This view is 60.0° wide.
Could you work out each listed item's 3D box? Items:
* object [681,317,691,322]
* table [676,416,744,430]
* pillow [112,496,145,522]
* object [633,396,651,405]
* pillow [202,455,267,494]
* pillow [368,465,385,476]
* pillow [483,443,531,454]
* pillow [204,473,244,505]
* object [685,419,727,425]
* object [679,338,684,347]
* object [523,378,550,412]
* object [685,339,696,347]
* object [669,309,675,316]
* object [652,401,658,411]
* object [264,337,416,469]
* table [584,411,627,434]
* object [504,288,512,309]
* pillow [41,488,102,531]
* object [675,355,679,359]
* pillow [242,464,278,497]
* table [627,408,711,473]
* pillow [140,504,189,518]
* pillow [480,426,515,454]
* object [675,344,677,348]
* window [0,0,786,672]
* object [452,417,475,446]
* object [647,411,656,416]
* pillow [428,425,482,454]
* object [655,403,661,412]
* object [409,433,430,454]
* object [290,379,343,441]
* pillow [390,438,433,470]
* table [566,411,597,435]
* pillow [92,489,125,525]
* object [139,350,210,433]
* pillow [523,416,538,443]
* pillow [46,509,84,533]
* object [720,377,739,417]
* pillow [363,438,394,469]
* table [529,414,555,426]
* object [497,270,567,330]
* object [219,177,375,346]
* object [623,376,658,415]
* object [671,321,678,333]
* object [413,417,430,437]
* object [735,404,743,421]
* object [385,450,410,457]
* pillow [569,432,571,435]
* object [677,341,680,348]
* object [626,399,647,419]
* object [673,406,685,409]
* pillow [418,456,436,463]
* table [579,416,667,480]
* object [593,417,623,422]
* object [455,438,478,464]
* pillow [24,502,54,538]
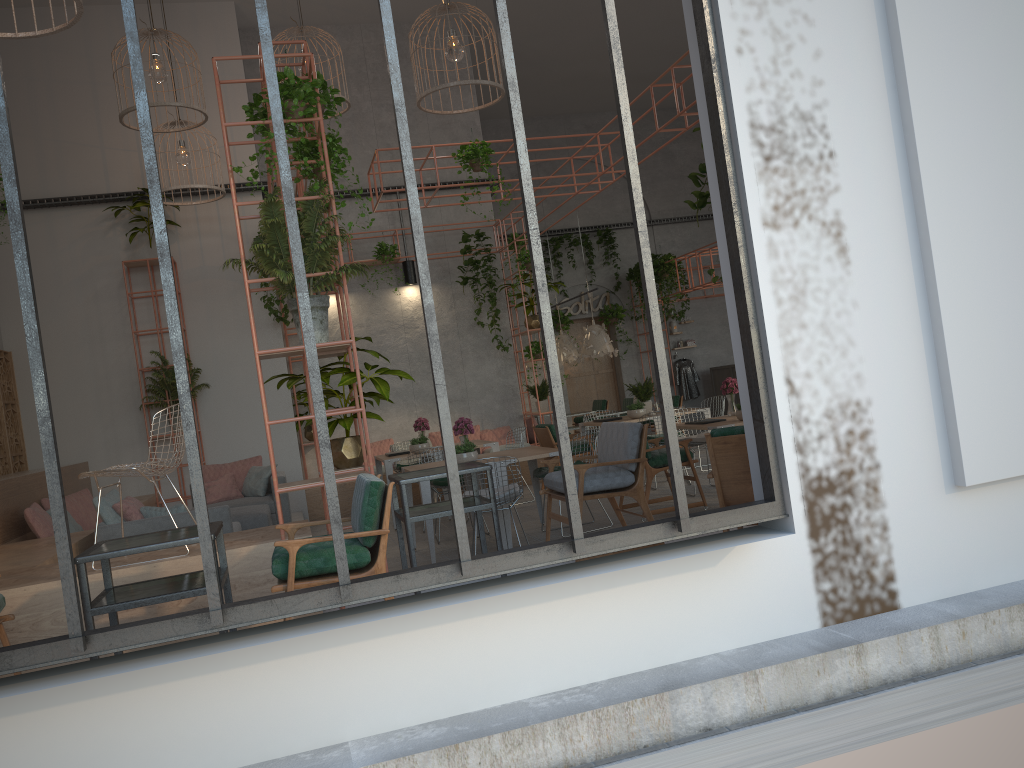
[{"bbox_3d":[3.970,-1.477,20.267,0.263,0.101,0.013,-8,0,-15],"label":"object"},{"bbox_3d":[2.167,0.788,9.021,0.694,0.830,1.205,-8,0,-15],"label":"table"},{"bbox_3d":[-3.197,1.156,7.608,0.289,0.385,0.666,-8,0,-14],"label":"pillow"},{"bbox_3d":[1.780,0.266,12.087,0.241,0.313,0.241,-8,0,30],"label":"object"},{"bbox_3d":[-3.410,1.160,10.672,0.836,0.476,0.273,-8,0,-14],"label":"pillow"},{"bbox_3d":[-2.056,1.274,12.824,0.637,0.149,0.491,-8,0,-14],"label":"pillow"},{"bbox_3d":[-0.078,0.987,13.345,0.637,0.149,0.491,-8,0,-14],"label":"pillow"},{"bbox_3d":[-3.448,1.231,10.383,0.479,0.317,0.441,-8,0,-33],"label":"pillow"},{"bbox_3d":[1.984,0.392,9.106,0.268,0.031,0.427,-8,0,-15],"label":"object"},{"bbox_3d":[3.862,-0.940,20.214,0.081,0.204,0.081,-8,0,-14],"label":"object"},{"bbox_3d":[0.424,0.170,13.463,0.438,0.527,0.368,-8,0,-15],"label":"object"},{"bbox_3d":[4.073,-0.938,20.268,0.219,0.149,0.129,-8,0,-15],"label":"object"},{"bbox_3d":[3.632,-1.635,20.170,0.133,0.145,0.133,-8,0,37],"label":"object"},{"bbox_3d":[1.899,0.321,12.198,0.165,0.154,0.210,-8,0,-25],"label":"object"},{"bbox_3d":[-1.154,0.122,6.197,0.934,0.923,0.903,-8,0,42],"label":"object"},{"bbox_3d":[1.663,0.888,14.933,0.635,0.798,0.602,-8,0,-15],"label":"table"},{"bbox_3d":[-0.364,-1.679,18.900,0.900,1.101,0.894,-8,0,45],"label":"object"},{"bbox_3d":[-4.669,1.392,9.509,0.276,0.474,0.839,-8,0,6],"label":"pillow"},{"bbox_3d":[3.739,-0.633,20.221,0.093,0.121,0.049,-8,0,-12],"label":"object"},{"bbox_3d":[-3.005,1.148,10.444,0.495,0.349,0.308,-8,0,35],"label":"pillow"},{"bbox_3d":[2.120,0.784,11.890,0.694,0.830,1.214,-8,0,-15],"label":"table"},{"bbox_3d":[-2.843,1.155,7.455,0.499,0.324,0.307,-8,0,21],"label":"pillow"},{"bbox_3d":[-0.263,0.874,13.716,0.666,0.385,0.289,-8,0,-19],"label":"pillow"},{"bbox_3d":[3.718,-0.899,20.188,0.055,0.164,0.092,-8,0,4],"label":"object"},{"bbox_3d":[-1.210,-1.903,3.171,4.126,5.544,0.089,-8,0,-15],"label":"window"},{"bbox_3d":[-0.464,0.530,8.720,0.213,0.414,0.225,-8,0,-22],"label":"object"},{"bbox_3d":[1.817,0.374,11.570,0.115,0.078,0.115,-8,0,-9],"label":"object"},{"bbox_3d":[-0.880,0.915,13.533,0.839,0.474,0.276,-8,0,6],"label":"pillow"},{"bbox_3d":[1.987,0.321,12.000,0.095,0.119,0.095,-8,0,10],"label":"object"},{"bbox_3d":[-1.114,0.711,10.640,0.248,0.247,0.254,-8,0,-15],"label":"object"},{"bbox_3d":[-2.847,0.348,12.556,0.903,0.919,0.934,-8,0,-43],"label":"object"},{"bbox_3d":[-1.490,1.052,13.393,0.666,0.385,0.289,-8,0,-19],"label":"pillow"},{"bbox_3d":[1.225,0.953,16.631,0.635,0.798,0.602,-8,0,-15],"label":"table"},{"bbox_3d":[-3.349,1.146,7.584,0.276,0.474,0.839,-8,0,-14],"label":"pillow"},{"bbox_3d":[-4.434,0.090,11.601,0.894,1.097,0.900,-8,0,15],"label":"object"},{"bbox_3d":[0.277,0.749,14.492,0.276,0.474,0.839,-8,0,-24],"label":"pillow"},{"bbox_3d":[-4.491,1.412,8.925,0.289,0.385,0.666,-8,0,-19],"label":"pillow"},{"bbox_3d":[2.345,0.134,9.459,0.213,0.414,0.225,-8,0,-22],"label":"object"},{"bbox_3d":[-2.118,1.095,13.252,0.839,0.474,0.276,-8,0,-24],"label":"pillow"},{"bbox_3d":[0.788,1.019,18.329,0.635,0.798,0.602,-8,0,-15],"label":"table"},{"bbox_3d":[0.332,-1.299,13.410,0.934,0.947,0.903,-8,0,37],"label":"object"},{"bbox_3d":[-1.354,-0.794,5.759,0.894,1.101,0.900,-8,0,40],"label":"object"},{"bbox_3d":[1.736,0.154,11.762,0.438,0.527,0.368,-8,0,-15],"label":"object"},{"bbox_3d":[3.680,-1.335,20.179,0.136,0.336,0.145,-8,0,0],"label":"object"},{"bbox_3d":[-1.147,0.632,11.372,0.213,0.414,0.225,-8,0,-22],"label":"object"},{"bbox_3d":[2.303,0.237,8.663,0.247,0.247,0.252,-8,0,-15],"label":"object"},{"bbox_3d":[-1.433,0.866,11.084,0.268,0.031,0.427,-8,0,-15],"label":"object"},{"bbox_3d":[0.682,0.877,14.702,0.491,0.149,0.637,-8,0,-14],"label":"pillow"},{"bbox_3d":[3.786,-0.903,20.185,0.063,0.151,0.063,-8,0,-28],"label":"object"},{"bbox_3d":[1.589,0.319,11.351,0.248,0.247,0.254,-8,0,-15],"label":"object"},{"bbox_3d":[2.226,0.326,11.943,0.218,0.041,0.218,-8,0,-6],"label":"object"},{"bbox_3d":[-1.052,1.128,13.088,0.637,0.149,0.491,-8,0,-14],"label":"pillow"},{"bbox_3d":[1.454,0.881,11.710,0.694,0.830,1.205,-8,0,-15],"label":"table"},{"bbox_3d":[1.270,0.474,11.795,0.268,0.031,0.427,-8,0,-15],"label":"object"},{"bbox_3d":[-0.433,0.609,7.994,0.247,0.247,0.252,-8,0,-15],"label":"object"},{"bbox_3d":[-4.351,1.344,8.269,0.276,0.474,0.839,-8,0,-24],"label":"pillow"}]
